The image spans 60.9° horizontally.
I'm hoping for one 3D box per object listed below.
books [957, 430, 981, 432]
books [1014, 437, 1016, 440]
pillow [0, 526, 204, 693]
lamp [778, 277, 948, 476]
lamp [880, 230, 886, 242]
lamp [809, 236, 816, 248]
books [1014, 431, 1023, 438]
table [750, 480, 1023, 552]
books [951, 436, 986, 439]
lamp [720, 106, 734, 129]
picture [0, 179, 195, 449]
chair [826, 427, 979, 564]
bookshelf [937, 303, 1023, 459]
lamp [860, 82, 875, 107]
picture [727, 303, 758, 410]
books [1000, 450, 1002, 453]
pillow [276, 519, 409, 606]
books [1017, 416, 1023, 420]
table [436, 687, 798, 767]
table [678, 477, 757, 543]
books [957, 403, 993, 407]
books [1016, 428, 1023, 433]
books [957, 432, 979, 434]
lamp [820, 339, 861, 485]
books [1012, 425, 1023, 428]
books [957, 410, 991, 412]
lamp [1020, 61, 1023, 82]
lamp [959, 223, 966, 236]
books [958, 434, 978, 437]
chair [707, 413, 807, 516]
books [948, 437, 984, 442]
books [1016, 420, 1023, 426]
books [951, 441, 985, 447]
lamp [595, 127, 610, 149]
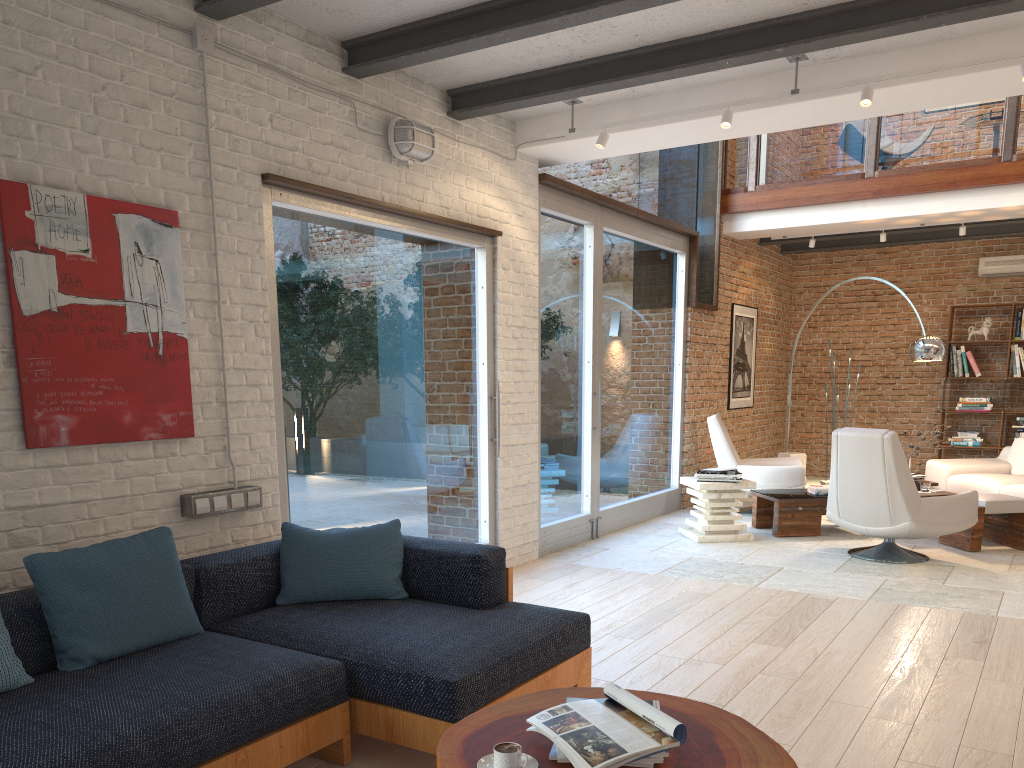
[{"bbox_3d":[5.626,0.578,10.736,0.251,0.017,0.160,0,1,32],"label":"books"},{"bbox_3d":[6.210,0.667,10.392,0.360,0.057,0.279,0,1,34],"label":"books"},{"bbox_3d":[-1.556,0.747,2.806,0.253,0.425,1.195,5,4,32],"label":"pillow"},{"bbox_3d":[3.508,0.119,8.847,0.318,2.402,1.991,-4,8,-22],"label":"lamp"},{"bbox_3d":[3.882,-1.548,9.117,0.060,0.124,0.084,6,9,34],"label":"lamp"},{"bbox_3d":[3.270,-1.543,9.495,0.059,0.132,0.084,0,8,2],"label":"lamp"},{"bbox_3d":[6.210,0.606,10.362,0.379,0.066,0.240,0,1,19],"label":"books"},{"bbox_3d":[3.196,1.095,7.827,1.969,0.438,2.166,0,1,-7],"label":"table"},{"bbox_3d":[5.620,0.657,10.743,0.378,0.018,0.240,0,1,25],"label":"books"},{"bbox_3d":[1.211,-1.503,4.909,0.060,0.124,0.084,6,9,34],"label":"lamp"},{"bbox_3d":[-1.616,-0.244,3.474,0.019,0.982,0.731,7,10,32],"label":"picture"},{"bbox_3d":[2.808,0.821,6.545,0.962,1.039,1.015,-5,8,-41],"label":"chair"},{"bbox_3d":[6.639,0.169,10.007,3.018,2.250,0.358,2,10,31],"label":"bookshelf"},{"bbox_3d":[1.841,-1.498,4.519,0.060,0.132,0.084,6,10,34],"label":"lamp"},{"bbox_3d":[2.709,-0.308,10.227,0.027,1.224,0.897,7,10,32],"label":"picture"},{"bbox_3d":[5.946,1.000,10.606,0.036,0.392,0.239,6,10,32],"label":"books"},{"bbox_3d":[-0.750,0.786,3.876,0.564,0.336,0.369,-1,5,-8],"label":"pillow"},{"bbox_3d":[6.211,0.411,10.341,0.378,0.037,0.241,0,1,32],"label":"books"},{"bbox_3d":[0.039,1.149,1.801,1.069,0.456,1.809,1,2,38],"label":"table"},{"bbox_3d":[1.755,1.070,7.495,0.495,0.516,0.484,-1,6,-8],"label":"table"},{"bbox_3d":[5.647,0.259,10.640,0.378,0.037,0.240,0,1,26],"label":"books"},{"bbox_3d":[6.181,0.545,10.355,0.325,0.057,0.251,0,1,27],"label":"books"},{"bbox_3d":[5.630,0.604,10.762,0.236,0.019,0.168,0,1,25],"label":"books"},{"bbox_3d":[4.081,0.369,10.872,0.418,1.863,0.193,0,10,2],"label":"lamp"},{"bbox_3d":[6.201,0.506,10.349,0.442,0.021,0.268,0,1,32],"label":"books"},{"bbox_3d":[5.653,0.325,10.665,0.354,0.021,0.268,0,1,32],"label":"books"},{"bbox_3d":[2.453,-1.498,4.143,0.059,0.132,0.084,0,8,2],"label":"lamp"},{"bbox_3d":[4.512,-1.544,8.728,0.060,0.132,0.084,6,10,34],"label":"lamp"},{"bbox_3d":[5.631,0.631,10.758,0.205,0.034,0.130,0,1,32],"label":"books"},{"bbox_3d":[2.459,0.806,8.815,0.982,1.021,1.006,1,6,17],"label":"chair"},{"bbox_3d":[5.612,0.685,10.765,0.378,0.037,0.241,0,1,32],"label":"books"},{"bbox_3d":[6.218,0.463,10.352,0.378,0.066,0.240,0,1,26],"label":"books"},{"bbox_3d":[5.625,0.732,10.756,0.324,0.057,0.252,0,1,42],"label":"books"},{"bbox_3d":[0.553,-1.497,5.325,0.087,0.132,0.058,-1,9,-8],"label":"lamp"}]
